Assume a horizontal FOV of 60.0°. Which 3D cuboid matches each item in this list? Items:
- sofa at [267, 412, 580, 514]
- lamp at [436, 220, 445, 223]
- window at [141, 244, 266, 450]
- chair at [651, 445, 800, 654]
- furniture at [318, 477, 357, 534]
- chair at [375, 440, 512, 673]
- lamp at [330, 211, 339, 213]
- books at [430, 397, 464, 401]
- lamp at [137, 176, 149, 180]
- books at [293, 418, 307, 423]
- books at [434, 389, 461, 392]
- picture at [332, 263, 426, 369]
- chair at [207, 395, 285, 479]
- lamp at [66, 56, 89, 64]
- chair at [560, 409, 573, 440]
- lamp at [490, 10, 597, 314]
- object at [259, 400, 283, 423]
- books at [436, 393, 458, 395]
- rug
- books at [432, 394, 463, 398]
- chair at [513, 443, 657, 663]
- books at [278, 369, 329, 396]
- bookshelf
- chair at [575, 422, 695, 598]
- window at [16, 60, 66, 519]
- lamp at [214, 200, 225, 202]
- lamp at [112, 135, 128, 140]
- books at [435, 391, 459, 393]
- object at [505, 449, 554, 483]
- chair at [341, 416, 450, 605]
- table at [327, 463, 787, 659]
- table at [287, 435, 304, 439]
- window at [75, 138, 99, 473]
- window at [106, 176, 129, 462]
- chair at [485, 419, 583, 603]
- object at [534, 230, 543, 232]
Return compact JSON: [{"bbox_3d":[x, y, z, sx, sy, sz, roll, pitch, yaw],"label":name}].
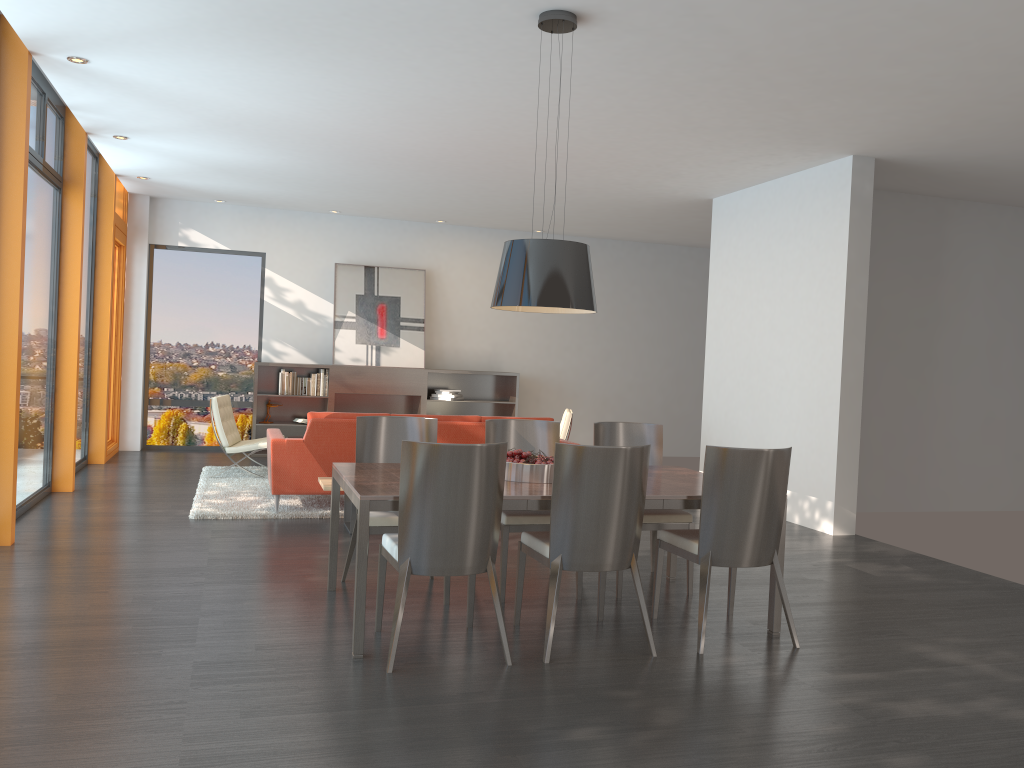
[{"bbox_3d":[-0.784,0.662,7.727,2.597,0.852,1.038,2,1,-17],"label":"sofa"},{"bbox_3d":[-0.959,-2.175,11.873,0.129,0.010,0.129,3,2,28],"label":"lamp"},{"bbox_3d":[-3.914,-0.823,11.338,1.409,3.339,0.065,2,1,-17],"label":"window"},{"bbox_3d":[1.079,0.777,4.469,0.548,0.967,0.614,2,1,-17],"label":"chair"},{"bbox_3d":[-0.482,0.944,6.940,2.005,0.357,0.492,2,1,-17],"label":"furniture"},{"bbox_3d":[-0.317,0.724,4.034,0.548,0.967,0.614,2,1,-17],"label":"chair"},{"bbox_3d":[-2.293,-2.225,11.458,0.129,0.010,0.129,3,2,28],"label":"lamp"},{"bbox_3d":[-0.861,0.191,11.737,0.314,0.038,0.398,3,2,22],"label":"books"},{"bbox_3d":[-4.050,-2.260,9.731,0.129,0.010,0.129,3,2,28],"label":"lamp"},{"bbox_3d":[-2.567,0.473,11.220,0.336,0.064,0.234,1,2,-37],"label":"books"},{"bbox_3d":[-0.856,0.085,11.735,0.300,0.020,0.210,2,2,-27],"label":"books"},{"bbox_3d":[-1.736,-0.889,11.671,1.208,1.338,0.269,2,1,-17],"label":"picture"},{"bbox_3d":[-2.729,0.540,9.104,0.707,0.817,0.700,2,1,-7],"label":"chair"},{"bbox_3d":[-2.816,-2.098,5.747,0.129,0.010,0.129,3,2,28],"label":"lamp"},{"bbox_3d":[0.314,0.672,9.396,0.707,0.817,0.700,3,1,3],"label":"chair"},{"bbox_3d":[0.204,-1.180,4.683,0.567,1.580,0.567,3,1,12],"label":"lamp"},{"bbox_3d":[-3.024,0.343,11.110,0.245,0.290,0.201,3,1,3],"label":"object"},{"bbox_3d":[-0.858,0.125,11.736,0.210,0.020,0.300,3,2,12],"label":"books"},{"bbox_3d":[-1.095,1.040,8.789,3.772,0.043,2.985,2,2,-17],"label":"rug"},{"bbox_3d":[-0.859,0.154,11.737,0.314,0.038,0.398,3,2,12],"label":"books"},{"bbox_3d":[0.349,0.749,4.242,0.548,0.967,0.614,2,1,-17],"label":"chair"},{"bbox_3d":[-2.628,-0.032,11.165,0.592,0.339,0.324,2,1,-17],"label":"books"},{"bbox_3d":[-1.624,0.365,11.590,3.387,1.163,0.570,2,1,-17],"label":"bookshelf"},{"bbox_3d":[0.762,0.737,5.416,0.548,0.967,0.614,2,1,-17],"label":"chair"},{"bbox_3d":[-3.656,-0.691,6.681,0.070,3.345,2.105,2,1,-17],"label":"window"},{"bbox_3d":[-3.641,-2.276,11.039,0.129,0.010,0.129,3,2,28],"label":"lamp"},{"bbox_3d":[-3.471,-2.184,7.860,0.129,0.010,0.129,3,2,28],"label":"lamp"},{"bbox_3d":[-0.857,0.105,11.736,0.210,0.020,0.300,3,2,23],"label":"books"},{"bbox_3d":[0.103,0.420,4.707,0.427,0.154,0.427,3,2,27],"label":"object"},{"bbox_3d":[-0.634,0.684,4.982,0.548,0.967,0.614,2,1,-17],"label":"chair"},{"bbox_3d":[0.177,0.882,4.729,2.151,0.764,1.172,2,1,-17],"label":"table"},{"bbox_3d":[-1.293,0.798,9.105,1.999,0.464,0.948,2,1,-16],"label":"table"},{"bbox_3d":[-4.273,-0.772,8.671,0.070,3.345,1.844,2,1,-17],"label":"window"},{"bbox_3d":[-4.659,-0.831,10.237,0.211,3.345,1.157,2,1,-17],"label":"window"},{"bbox_3d":[0.096,0.712,5.209,0.548,0.967,0.614,2,1,-17],"label":"chair"},{"bbox_3d":[0.371,-2.127,12.353,0.129,0.010,0.129,3,2,28],"label":"object"}]
